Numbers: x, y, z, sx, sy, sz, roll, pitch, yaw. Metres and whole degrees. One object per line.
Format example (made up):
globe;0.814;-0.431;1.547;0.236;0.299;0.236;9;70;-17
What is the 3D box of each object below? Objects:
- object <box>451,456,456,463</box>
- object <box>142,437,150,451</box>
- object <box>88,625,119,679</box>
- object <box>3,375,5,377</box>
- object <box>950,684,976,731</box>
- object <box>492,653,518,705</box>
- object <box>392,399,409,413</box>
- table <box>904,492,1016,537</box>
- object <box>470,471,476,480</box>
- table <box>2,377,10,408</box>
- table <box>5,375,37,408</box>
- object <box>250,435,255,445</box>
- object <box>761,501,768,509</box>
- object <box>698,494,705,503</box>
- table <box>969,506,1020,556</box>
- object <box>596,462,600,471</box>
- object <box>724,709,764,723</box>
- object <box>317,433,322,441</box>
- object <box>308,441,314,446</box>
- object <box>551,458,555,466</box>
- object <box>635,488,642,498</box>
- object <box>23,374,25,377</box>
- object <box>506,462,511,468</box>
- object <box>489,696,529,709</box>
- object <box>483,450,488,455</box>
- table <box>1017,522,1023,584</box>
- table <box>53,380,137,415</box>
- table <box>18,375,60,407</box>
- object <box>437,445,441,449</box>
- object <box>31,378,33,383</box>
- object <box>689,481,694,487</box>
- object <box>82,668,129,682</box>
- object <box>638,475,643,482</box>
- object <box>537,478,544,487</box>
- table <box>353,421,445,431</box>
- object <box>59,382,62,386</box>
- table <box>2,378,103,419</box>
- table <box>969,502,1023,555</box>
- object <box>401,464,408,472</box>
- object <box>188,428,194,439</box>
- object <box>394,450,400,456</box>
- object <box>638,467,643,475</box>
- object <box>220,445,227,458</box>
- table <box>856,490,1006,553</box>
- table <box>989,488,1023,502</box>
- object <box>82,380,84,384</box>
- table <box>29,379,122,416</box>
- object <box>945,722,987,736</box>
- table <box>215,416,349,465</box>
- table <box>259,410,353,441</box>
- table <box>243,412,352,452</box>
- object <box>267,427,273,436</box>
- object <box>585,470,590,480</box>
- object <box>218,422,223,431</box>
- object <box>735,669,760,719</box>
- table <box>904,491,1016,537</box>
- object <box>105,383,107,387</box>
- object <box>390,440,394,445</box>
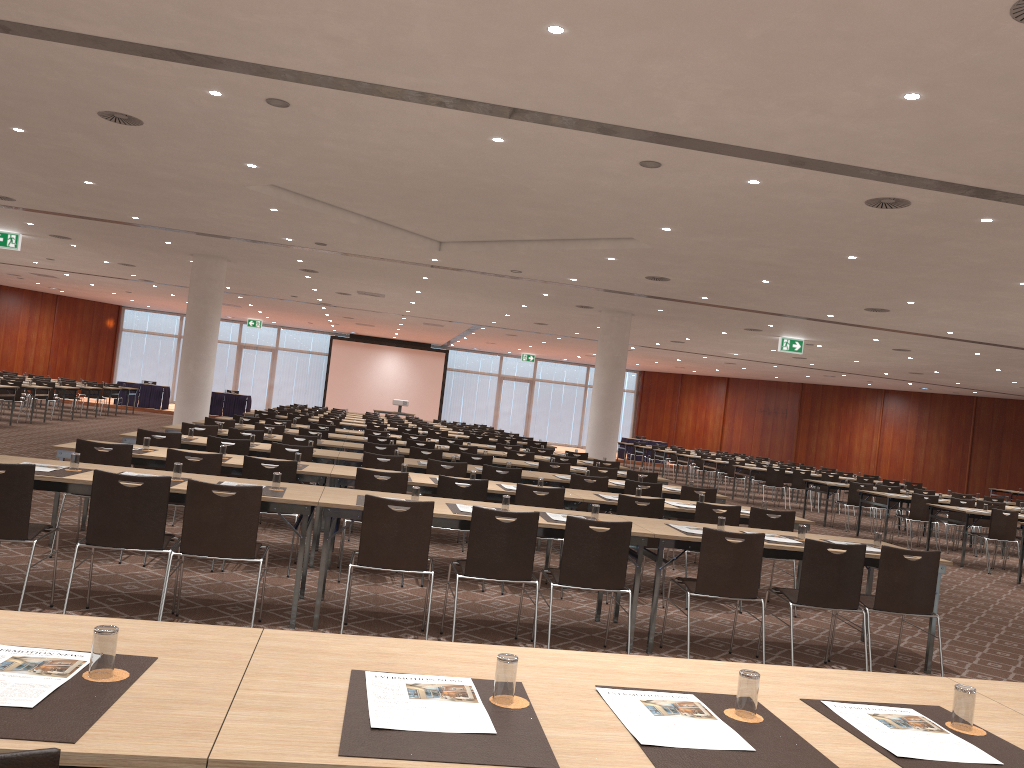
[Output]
object;-0.678;0.892;10.288;0.054;0.114;0.054;6;-1;24
object;-3.230;0.529;7.837;0.054;0.114;0.054;7;-1;-21
object;-0.963;0.631;2.091;0.054;0.114;0.054;8;-2;-43
object;-12.606;-0.157;22.006;0.054;0.114;0.054;7;-1;-21
object;1.252;0.896;2.459;0.054;0.114;0.054;8;-2;-43
object;-0.017;0.744;2.242;0.054;0.114;0.054;8;-2;-43
object;-4.125;0.818;32.705;0.576;0.472;0.614;7;-1;-9
table;9.267;2.734;18.058;2.267;0.833;0.953;7;-1;-9
object;-0.367;0.873;8.326;0.054;0.114;0.054;7;-1;-21
table;-14.735;0.125;23.728;2.267;0.833;0.953;7;-1;-9
table;-15.060;0.143;25.702;2.267;0.833;0.953;7;-1;-9
object;-2.908;0.625;9.926;0.054;0.114;0.054;8;-2;-43
object;2.503;1.217;8.795;0.054;0.114;0.054;7;-1;-21
object;1.857;1.139;8.693;0.054;0.114;0.054;6;-1;24
table;9.592;2.717;16.084;2.267;0.833;0.953;7;-1;-9
object;1.221;1.175;12.625;0.054;0.114;0.054;8;-2;-43
object;0.612;0.877;2.346;0.102;0.001;0.102;8;-2;-43
object;-2.606;0.717;11.999;0.054;0.114;0.054;8;-2;-43
object;-2.277;0.700;10.027;0.054;0.114;0.054;8;-2;-43
object;0.578;1.099;12.533;0.054;0.114;0.054;8;-2;-43
object;1.224;1.063;8.582;0.054;0.114;0.054;6;-1;24
object;-14.205;-0.236;25.803;0.054;0.114;0.054;8;-2;-43
object;-0.042;0.968;10.389;0.054;0.114;0.054;6;-1;24
object;-0.007;0.803;2.243;0.102;0.001;0.102;8;-2;-43
object;-0.373;0.984;12.363;0.054;0.114;0.054;6;-1;24
table;8.017;2.415;11.771;2.267;0.833;0.953;7;-1;-9
table;-13.160;0.427;28.042;2.267;0.833;0.953;7;-1;-9
table;-15.385;0.160;27.675;2.267;0.833;0.953;7;-1;-9
object;-1.016;0.907;12.260;0.054;0.114;0.054;7;-1;-21
object;-11.970;-0.081;22.104;0.054;0.114;0.054;7;-1;-21
object;2.173;1.234;10.772;0.054;0.114;0.054;8;-2;-43
object;-0.961;0.689;2.099;0.102;0.001;0.102;8;-2;-43
object;1.545;1.158;10.659;0.054;0.114;0.054;8;-2;-43
object;0.270;0.949;8.428;0.054;0.114;0.054;7;-1;-21
table;-2.778;1.445;21.646;2.267;0.833;0.953;7;-1;-9
object;-11.317;-0.003;22.217;0.054;0.114;0.054;7;-1;-21
table;-12.510;0.392;24.095;2.267;0.833;0.953;7;-1;-9
table;9.592;2.717;16.084;2.267;0.833;0.953;7;-1;-9
object;-0.999;0.797;8.203;0.054;0.114;0.054;7;-1;-21
object;-3.557;0.547;9.826;0.054;0.114;0.054;6;-1;24
object;-1.323;0.814;10.176;0.054;0.114;0.054;6;-1;24
object;1.848;1.251;12.740;0.054;0.114;0.054;7;-1;-21
object;-2.594;0.606;7.957;0.054;0.114;0.054;7;-1;2
table;7.367;2.450;15.718;2.267;0.833;0.953;7;-1;-9
table;15.658;3.711;26.713;2.267;0.833;0.953;7;-1;-9
object;-12.612;-0.045;26.058;0.054;0.114;0.054;7;-1;-21
table;-12.835;0.409;26.068;2.267;0.833;0.953;7;-1;-9
object;1.257;0.955;2.456;0.102;0.001;0.102;8;-2;-43
table;-4.109;1.131;15.852;2.267;0.833;0.953;7;-1;-9
table;-5.003;1.179;21.279;2.267;0.833;0.953;7;-1;-9
table;-4.678;1.161;19.306;2.267;0.833;0.953;7;-1;-9
object;-3.248;0.640;11.901;0.054;0.114;0.054;7;-1;-21
object;0.893;1.080;10.557;0.054;0.114;0.054;7;-1;2
object;-3.879;0.565;11.798;0.054;0.114;0.054;7;-1;-21
object;0.625;0.821;2.352;0.054;0.114;0.054;8;-2;-43
table;9.267;2.734;18.058;2.267;0.833;0.953;7;-1;-9
object;-11.977;0.031;26.165;0.054;0.114;0.054;7;-1;-21
object;-1.650;0.832;12.162;0.054;0.114;0.054;7;-1;-21
